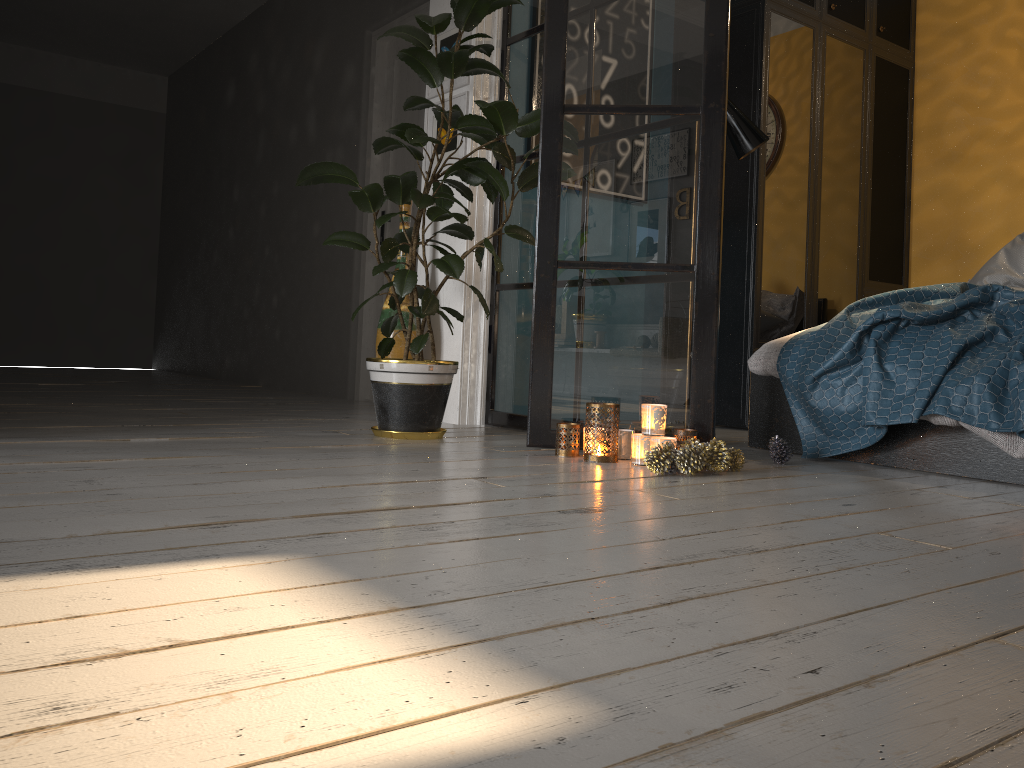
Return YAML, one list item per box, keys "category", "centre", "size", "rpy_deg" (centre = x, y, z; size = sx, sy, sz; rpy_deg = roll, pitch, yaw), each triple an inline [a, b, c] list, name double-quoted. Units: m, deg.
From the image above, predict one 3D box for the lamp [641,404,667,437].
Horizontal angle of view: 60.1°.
- category: "lamp"
  centre: [0.445, 0.114, 2.781]
  size: [0.081, 0.099, 0.080]
  rpy_deg: [2, 0, 3]

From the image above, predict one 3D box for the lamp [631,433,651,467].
- category: "lamp"
  centre: [0.419, 0.210, 2.817]
  size: [0.081, 0.099, 0.080]
  rpy_deg: [2, 0, 3]

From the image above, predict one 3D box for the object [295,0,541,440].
- category: "object"
  centre: [0.711, -0.603, 2.260]
  size: [1.009, 1.796, 3.901]
  rpy_deg: [3, 1, -37]

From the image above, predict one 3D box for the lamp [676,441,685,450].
- category: "lamp"
  centre: [0.535, 0.225, 2.829]
  size: [0.069, 0.080, 0.069]
  rpy_deg: [3, 0, -29]

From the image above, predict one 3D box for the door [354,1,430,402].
- category: "door"
  centre: [-0.545, -1.025, 5.157]
  size: [0.177, 2.310, 1.038]
  rpy_deg: [4, -2, -37]

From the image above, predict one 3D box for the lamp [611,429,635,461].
- category: "lamp"
  centre: [0.368, 0.203, 2.954]
  size: [0.081, 0.099, 0.080]
  rpy_deg: [2, 0, 3]

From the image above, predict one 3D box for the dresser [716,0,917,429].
- category: "dresser"
  centre: [1.626, -1.095, 5.076]
  size: [1.429, 2.621, 0.637]
  rpy_deg: [3, -2, -37]

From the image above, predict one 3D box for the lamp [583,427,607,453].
- category: "lamp"
  centre: [0.279, 0.198, 2.975]
  size: [0.081, 0.099, 0.080]
  rpy_deg: [2, 0, 3]

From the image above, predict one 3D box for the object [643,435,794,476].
- category: "object"
  centre: [0.672, 0.220, 2.802]
  size: [0.192, 0.118, 0.716]
  rpy_deg: [3, 2, 42]

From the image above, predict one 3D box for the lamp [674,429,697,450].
- category: "lamp"
  centre: [0.583, 0.207, 2.983]
  size: [0.080, 0.106, 0.081]
  rpy_deg: [3, 0, -37]

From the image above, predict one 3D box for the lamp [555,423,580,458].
- category: "lamp"
  centre: [0.189, 0.189, 2.991]
  size: [0.084, 0.110, 0.084]
  rpy_deg: [2, 0, 29]

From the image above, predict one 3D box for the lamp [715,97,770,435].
- category: "lamp"
  centre: [0.827, -0.519, 3.639]
  size: [0.403, 1.528, 0.232]
  rpy_deg: [3, -2, -7]

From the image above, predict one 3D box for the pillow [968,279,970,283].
- category: "pillow"
  centre: [2.627, -0.315, 4.346]
  size: [0.756, 0.456, 0.513]
  rpy_deg: [3, 1, 24]

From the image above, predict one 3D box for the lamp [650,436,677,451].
- category: "lamp"
  centre: [0.468, 0.215, 2.740]
  size: [0.081, 0.099, 0.080]
  rpy_deg: [2, 0, 3]

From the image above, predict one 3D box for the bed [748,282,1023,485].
- category: "bed"
  centre: [2.279, -0.069, 3.373]
  size: [2.319, 0.771, 1.900]
  rpy_deg: [1, 2, -36]

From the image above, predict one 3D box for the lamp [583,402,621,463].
- category: "lamp"
  centre: [0.292, 0.157, 2.881]
  size: [0.114, 0.187, 0.115]
  rpy_deg: [3, -1, -38]

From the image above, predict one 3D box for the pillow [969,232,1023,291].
- category: "pillow"
  centre: [2.296, -0.416, 4.095]
  size: [0.498, 0.599, 0.783]
  rpy_deg: [3, 1, -31]

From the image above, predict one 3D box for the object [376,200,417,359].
- category: "object"
  centre: [-0.512, -0.391, 4.093]
  size: [0.215, 1.125, 0.216]
  rpy_deg: [4, -2, -43]

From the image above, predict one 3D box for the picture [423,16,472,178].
- category: "picture"
  centre: [-1.079, -1.393, 3.658]
  size: [1.942, 0.754, 0.359]
  rpy_deg: [1, 0, -37]
